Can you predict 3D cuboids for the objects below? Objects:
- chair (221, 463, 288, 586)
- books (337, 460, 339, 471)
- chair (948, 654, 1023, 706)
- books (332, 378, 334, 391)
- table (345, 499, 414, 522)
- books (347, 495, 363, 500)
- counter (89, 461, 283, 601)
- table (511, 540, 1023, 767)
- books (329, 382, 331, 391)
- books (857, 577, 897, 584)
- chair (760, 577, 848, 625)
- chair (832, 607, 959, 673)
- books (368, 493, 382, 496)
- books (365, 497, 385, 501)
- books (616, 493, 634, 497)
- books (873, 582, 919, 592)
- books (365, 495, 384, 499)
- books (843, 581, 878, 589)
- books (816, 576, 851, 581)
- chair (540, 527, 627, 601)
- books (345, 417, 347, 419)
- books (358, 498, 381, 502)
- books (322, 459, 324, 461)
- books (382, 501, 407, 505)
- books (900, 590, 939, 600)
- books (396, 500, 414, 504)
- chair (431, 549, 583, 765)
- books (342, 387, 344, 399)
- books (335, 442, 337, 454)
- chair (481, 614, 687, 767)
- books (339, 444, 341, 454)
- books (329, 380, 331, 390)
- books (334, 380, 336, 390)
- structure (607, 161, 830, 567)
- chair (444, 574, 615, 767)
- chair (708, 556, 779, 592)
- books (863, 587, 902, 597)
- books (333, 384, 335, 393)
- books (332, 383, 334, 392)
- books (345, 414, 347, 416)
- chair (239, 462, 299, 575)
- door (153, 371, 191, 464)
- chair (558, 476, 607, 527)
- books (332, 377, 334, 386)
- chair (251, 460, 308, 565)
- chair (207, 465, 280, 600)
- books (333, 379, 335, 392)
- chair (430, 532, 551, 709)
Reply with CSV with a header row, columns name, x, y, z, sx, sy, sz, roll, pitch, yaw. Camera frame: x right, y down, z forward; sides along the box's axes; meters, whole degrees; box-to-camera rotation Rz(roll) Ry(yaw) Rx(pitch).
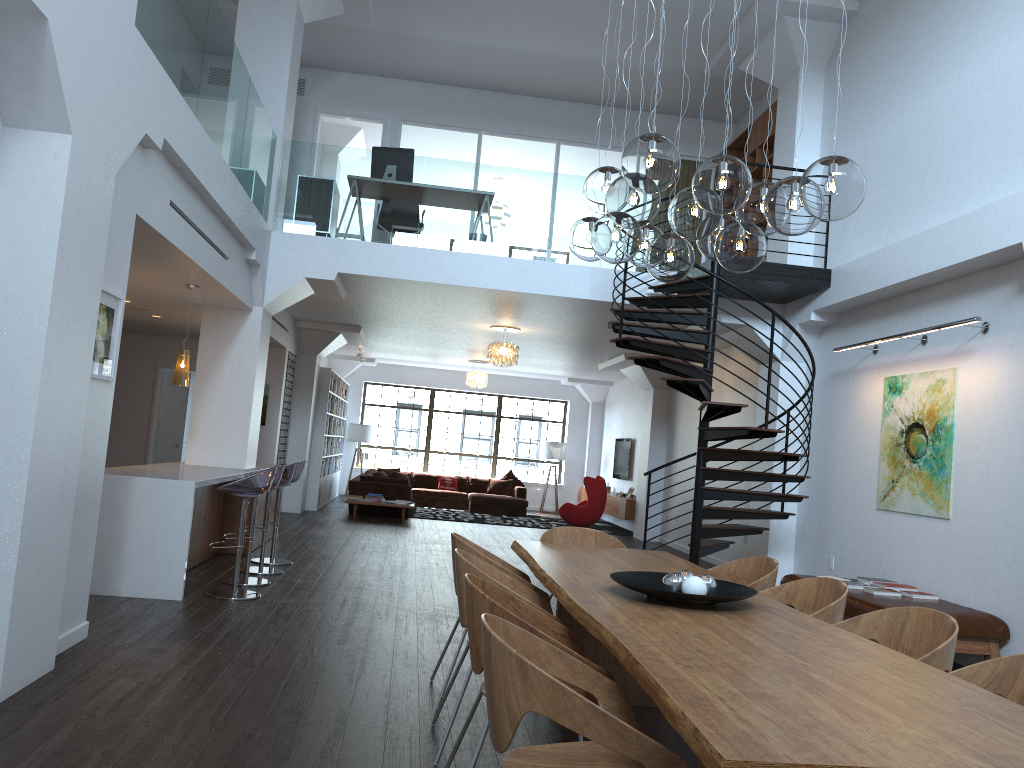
name,x,y,z,sx,sy,sz,roll,pitch,yaw
chair,-2.182,1.152,7.452,0.481,1.014,0.530,6,-4,-8
books,-3.738,1.707,18.572,0.189,0.247,0.057,6,-4,-6
chair,1.359,1.186,2.496,0.618,0.833,0.629,6,-4,-6
books,-3.284,0.007,15.799,0.197,0.290,0.136,6,-4,-6
table,-2.167,2.069,14.557,1.100,0.271,0.853,6,-4,-6
books,-2.602,1.884,14.742,0.241,0.045,0.334,5,-4,-5
counter,-1.967,1.229,7.159,3.039,0.860,8.182,8,-5,-35
table,0.655,1.246,3.566,1.012,0.750,3.803,6,-4,-6
books,-3.229,-0.005,15.355,0.170,0.251,0.118,6,-4,-6
books,3.064,1.660,7.445,0.254,0.044,0.183,6,-4,-11
chair,1.181,1.286,4.026,0.618,0.833,0.629,5,-4,-5
chair,1.285,1.238,3.271,0.618,0.833,0.629,6,-4,-6
books,-2.289,1.856,14.840,0.224,0.027,0.157,5,-4,-1
books,-2.295,1.923,14.834,0.312,0.037,0.216,6,-4,-16
books,2.143,2.111,16.856,0.250,0.053,0.400,6,-4,-6
books,3.081,1.636,7.127,0.283,0.043,0.197,6,-4,-7
books,-2.296,1.887,14.840,0.279,0.035,0.191,5,-4,4
books,2.752,1.602,7.051,0.247,0.040,0.185,5,-4,-3
books,2.667,1.624,7.363,0.161,0.031,0.223,7,-5,-28
chair,0.443,1.331,5.479,0.629,0.833,0.618,6,-4,-11
books,-3.732,0.722,19.171,0.284,0.035,0.197,3,-5,24
books,-2.320,1.891,14.427,0.236,0.035,0.340,4,-5,19
books,-3.325,1.293,15.123,0.223,0.027,0.161,5,-4,3
books,-1.921,1.927,14.460,0.342,0.040,0.231,2,-5,34
books,3.120,1.619,6.798,0.224,0.036,0.161,6,-4,-12
books,-1.806,1.966,14.817,0.256,0.035,0.350,4,-5,19
chair,-0.002,1.171,3.895,0.618,0.833,0.629,6,-4,-6
books,-3.529,0.173,18.046,0.183,0.253,0.034,6,-4,-6
books,-3.585,1.269,17.653,0.182,0.253,0.098,6,-4,-6
chair,0.168,1.071,2.376,0.618,0.833,0.629,6,-4,-6
books,-3.714,1.362,18.738,0.161,0.221,0.035,6,-4,-7
books,-3.215,0.006,15.282,0.161,0.222,0.084,6,-4,-6
books,-3.306,0.044,16.089,0.182,0.255,0.077,6,-4,-6
structure,1.890,-0.077,8.573,1.998,4.352,1.998,1,-6,45
chair,0.083,1.121,3.138,0.618,0.833,0.629,6,-4,-6
chair,1.102,1.336,4.788,0.617,0.830,0.629,6,-4,-6
books,2.838,1.592,6.795,0.224,0.032,0.161,6,-4,-6
books,-3.294,0.044,15.988,0.174,0.243,0.085,6,-4,-6
books,-3.279,0.034,15.869,0.159,0.248,0.089,6,-4,-6
books,-3.724,0.656,19.171,0.254,0.032,0.174,3,-5,29
chair,-2.236,1.195,8.086,0.481,1.014,0.530,6,-4,-8
door,-5.436,0.804,13.545,0.826,2.032,0.174,6,-4,-6
chair,1.191,2.028,14.941,0.801,1.006,0.798,4,-5,19
books,-3.272,0.003,15.737,0.176,0.293,0.125,6,-4,-6
chair,-2.306,1.236,8.711,0.481,1.014,0.530,5,-4,-4
chair,-2.084,1.114,6.828,0.481,1.014,0.530,5,-4,-4
books,-3.280,0.035,15.902,0.182,0.253,0.098,6,-4,-6
chair,-0.071,1.223,4.671,0.618,0.833,0.629,6,-4,-8
